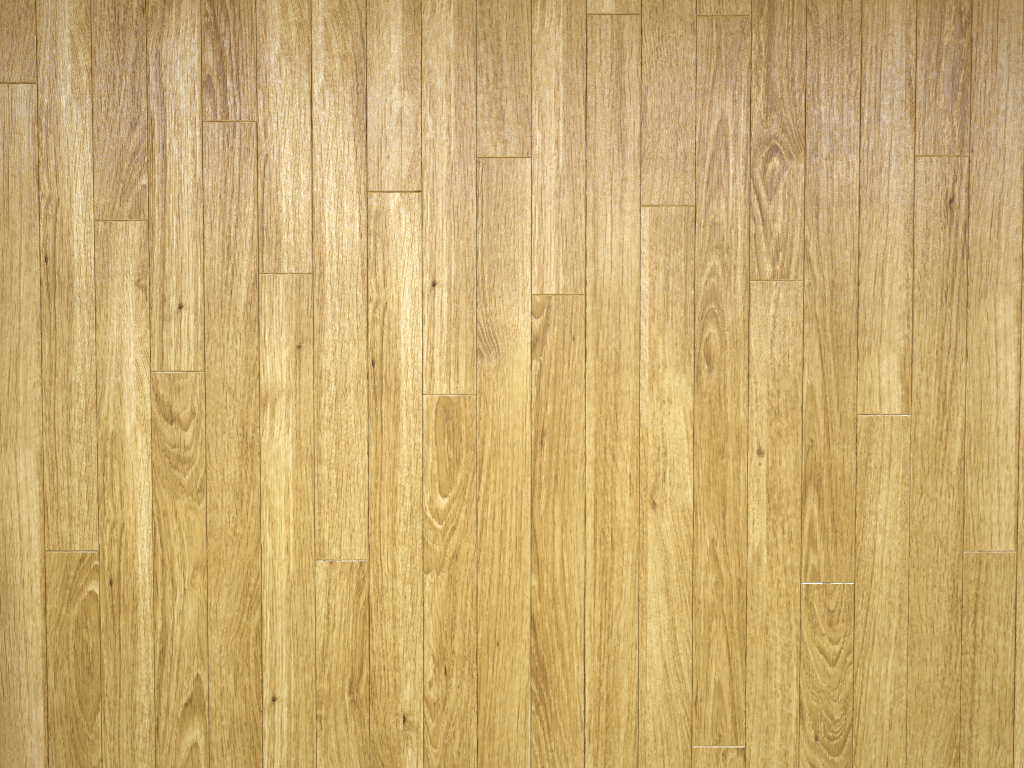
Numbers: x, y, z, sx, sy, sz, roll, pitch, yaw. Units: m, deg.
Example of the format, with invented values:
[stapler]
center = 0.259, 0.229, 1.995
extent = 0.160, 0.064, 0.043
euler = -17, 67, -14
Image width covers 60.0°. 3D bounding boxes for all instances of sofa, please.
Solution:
[sofa]
center = 1.127, 4.065, 1.079
extent = 5.337, 0.678, 9.733
euler = 0, 92, 0
